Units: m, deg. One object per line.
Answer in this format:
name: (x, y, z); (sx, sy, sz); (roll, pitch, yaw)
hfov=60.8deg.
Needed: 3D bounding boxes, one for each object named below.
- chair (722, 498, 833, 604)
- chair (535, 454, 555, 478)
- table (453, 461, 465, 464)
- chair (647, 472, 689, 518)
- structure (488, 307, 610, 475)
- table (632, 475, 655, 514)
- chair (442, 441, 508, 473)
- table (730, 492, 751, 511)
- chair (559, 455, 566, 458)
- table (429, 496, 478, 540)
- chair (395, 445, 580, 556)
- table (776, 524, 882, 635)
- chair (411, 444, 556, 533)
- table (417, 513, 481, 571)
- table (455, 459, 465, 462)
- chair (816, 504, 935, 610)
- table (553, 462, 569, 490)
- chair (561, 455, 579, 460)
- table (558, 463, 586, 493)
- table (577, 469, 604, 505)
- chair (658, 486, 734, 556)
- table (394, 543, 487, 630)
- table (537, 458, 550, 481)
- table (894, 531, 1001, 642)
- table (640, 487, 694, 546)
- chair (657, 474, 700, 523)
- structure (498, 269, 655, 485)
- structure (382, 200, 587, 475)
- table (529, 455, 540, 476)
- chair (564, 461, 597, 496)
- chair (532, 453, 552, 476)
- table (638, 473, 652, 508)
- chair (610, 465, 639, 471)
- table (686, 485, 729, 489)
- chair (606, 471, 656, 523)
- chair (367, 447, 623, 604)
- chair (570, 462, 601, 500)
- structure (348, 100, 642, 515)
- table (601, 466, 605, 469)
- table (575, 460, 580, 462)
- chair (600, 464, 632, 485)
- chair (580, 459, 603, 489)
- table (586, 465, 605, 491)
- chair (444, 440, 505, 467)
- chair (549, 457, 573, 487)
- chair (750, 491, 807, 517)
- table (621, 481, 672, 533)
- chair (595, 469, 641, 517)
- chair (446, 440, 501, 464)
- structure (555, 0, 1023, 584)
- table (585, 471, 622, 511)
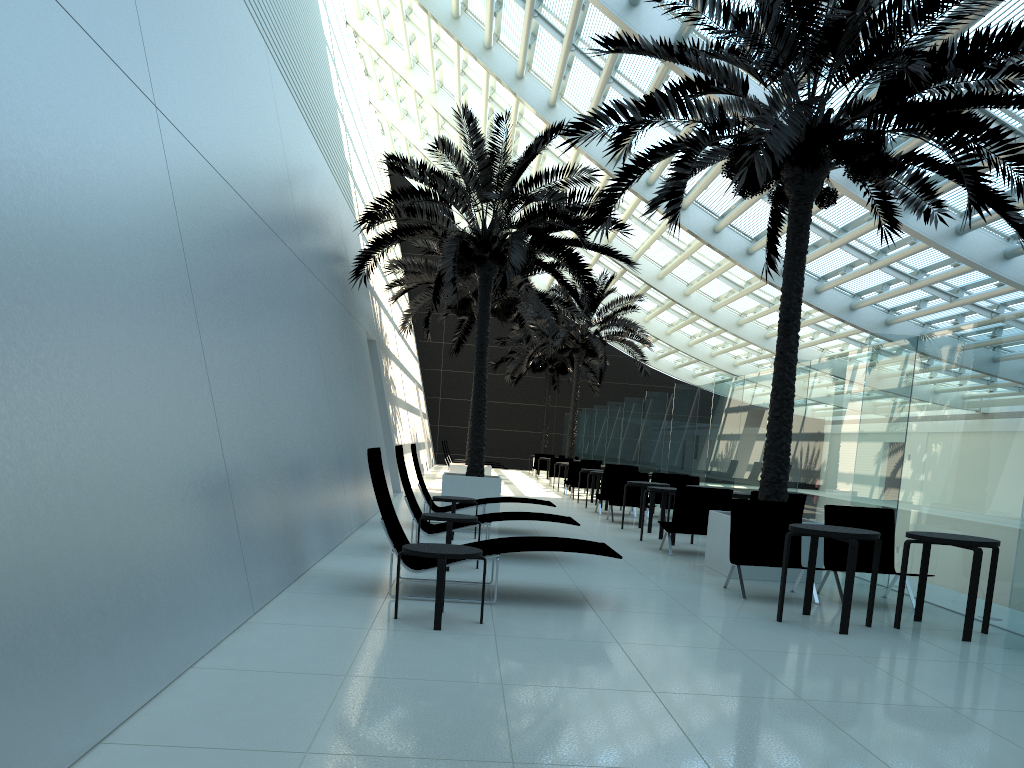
chair: (2.478, 1.556, 8.127); (0.716, 0.895, 0.880); (4, 2, -3)
chair: (1.248, 3.050, 32.231); (0.716, 0.895, 0.880); (4, 2, -3)
table: (-1.615, 2.757, 27.965); (0.549, 0.521, 0.555); (5, 2, 40)
chair: (2.967, 2.177, 17.089); (0.716, 0.895, 0.880); (4, 2, -3)
structure: (1.677, 0.301, 36.538); (4.469, 7.083, 4.748); (2, 4, -24)
table: (2.910, 2.307, 18.271); (0.673, 0.788, 0.680); (6, 3, 40)
chair: (-1.140, 2.370, 26.542); (2.038, 1.169, 0.913); (4, 3, -3)
table: (3.205, 1.948, 12.486); (0.673, 0.788, 0.680); (6, 3, 40)
chair: (2.105, 3.224, 33.982); (0.716, 0.895, 0.880); (4, 2, -3)
table: (-0.761, 1.719, 11.222); (0.549, 0.521, 0.555); (5, 2, 40)
chair: (-0.286, 1.332, 9.799); (2.038, 1.169, 0.913); (4, 3, -3)
table: (2.527, 1.539, 6.959); (0.672, 0.788, 0.681); (6, 3, 44)
chair: (-0.417, 1.491, 12.367); (2.038, 1.169, 0.913); (4, 3, -3)
table: (-0.630, 1.560, 8.653); (0.549, 0.521, 0.555); (5, 2, 40)
table: (-1.750, 2.921, 30.613); (0.549, 0.521, 0.555); (5, 2, 40)
chair: (3.407, 1.624, 8.182); (0.716, 0.895, 0.880); (4, 2, -3)
table: (1.593, 2.674, 25.278); (0.674, 0.788, 0.679); (6, 3, 35)
chair: (2.177, 3.118, 32.286); (0.716, 0.895, 0.880); (4, 2, -3)
table: (1.657, 2.585, 23.849); (0.673, 0.788, 0.680); (6, 3, 40)
table: (1.878, 2.327, 19.679); (0.674, 0.788, 0.679); (6, 3, 35)
chair: (2.333, 1.750, 11.249); (0.716, 0.895, 0.880); (4, 2, -3)
table: (-0.499, 1.401, 6.085); (0.549, 0.521, 0.555); (5, 2, 40)
table: (1.304, 3.025, 30.937); (0.674, 0.788, 0.679); (6, 3, 35)
table: (3.494, 1.610, 7.016); (0.672, 0.788, 0.681); (6, 3, 44)
table: (2.239, 1.877, 12.429); (0.673, 0.788, 0.680); (6, 3, 40)
chair: (3.040, 2.070, 15.381); (0.716, 0.895, 0.880); (4, 2, -3)
structure: (2.065, -0.205, 28.404); (4.831, 7.085, 4.390); (3, 4, -9)
structure: (-0.908, -0.847, 20.801); (4.253, 6.957, 4.624); (6, 4, 31)
table: (1.082, 3.283, 35.107); (0.672, 0.788, 0.681); (6, 3, 44)
chair: (1.751, 2.458, 22.669); (0.716, 0.895, 0.880); (4, 2, -3)
chair: (1.176, 3.156, 33.927); (0.716, 0.895, 0.880); (4, 2, -3)
table: (2.845, 2.398, 19.735); (0.674, 0.788, 0.679); (6, 3, 35)
chair: (2.752, 2.420, 21.028); (0.716, 0.895, 0.880); (4, 2, -3)
table: (3.132, 2.049, 14.101); (0.674, 0.788, 0.679); (6, 3, 35)
chair: (2.111, 2.002, 15.327); (0.716, 0.895, 0.880); (4, 2, -3)
chair: (-0.155, 1.173, 7.231); (2.038, 1.169, 0.913); (4, 3, -3)
chair: (1.823, 2.352, 20.974); (0.716, 0.895, 0.880); (4, 2, -3)
structure: (-0.399, -1.173, 14.824); (4.655, 6.897, 4.223); (2, 4, -24)
table: (2.623, 2.656, 23.905); (0.673, 0.788, 0.680); (6, 3, 40)
table: (2.270, 3.096, 30.994); (0.674, 0.788, 0.679); (6, 3, 35)
chair: (2.680, 2.526, 22.724); (0.716, 0.895, 0.880); (4, 2, -3)
chair: (2.467, 2.765, 26.603); (0.716, 0.895, 0.880); (4, 2, -3)
table: (2.559, 2.745, 25.335); (0.674, 0.788, 0.679); (6, 3, 35)
chair: (-1.271, 2.529, 29.110); (2.038, 1.169, 0.913); (4, 3, -3)
chair: (1.538, 2.697, 26.548); (0.716, 0.895, 0.880); (4, 2, -3)
chair: (3.262, 1.818, 11.304); (0.716, 0.895, 0.880); (4, 2, -3)
table: (2.166, 1.978, 14.044); (0.674, 0.788, 0.679); (6, 3, 35)
chair: (2.038, 2.109, 17.035); (0.716, 0.895, 0.880); (4, 2, -3)
chair: (-1.406, 2.693, 31.759); (2.038, 1.169, 0.913); (4, 3, -3)
structure: (3.046, -1.390, 9.288); (4.803, 7.085, 4.416); (5, 4, 15)
table: (1.944, 2.236, 18.214); (0.673, 0.788, 0.680); (6, 3, 40)
